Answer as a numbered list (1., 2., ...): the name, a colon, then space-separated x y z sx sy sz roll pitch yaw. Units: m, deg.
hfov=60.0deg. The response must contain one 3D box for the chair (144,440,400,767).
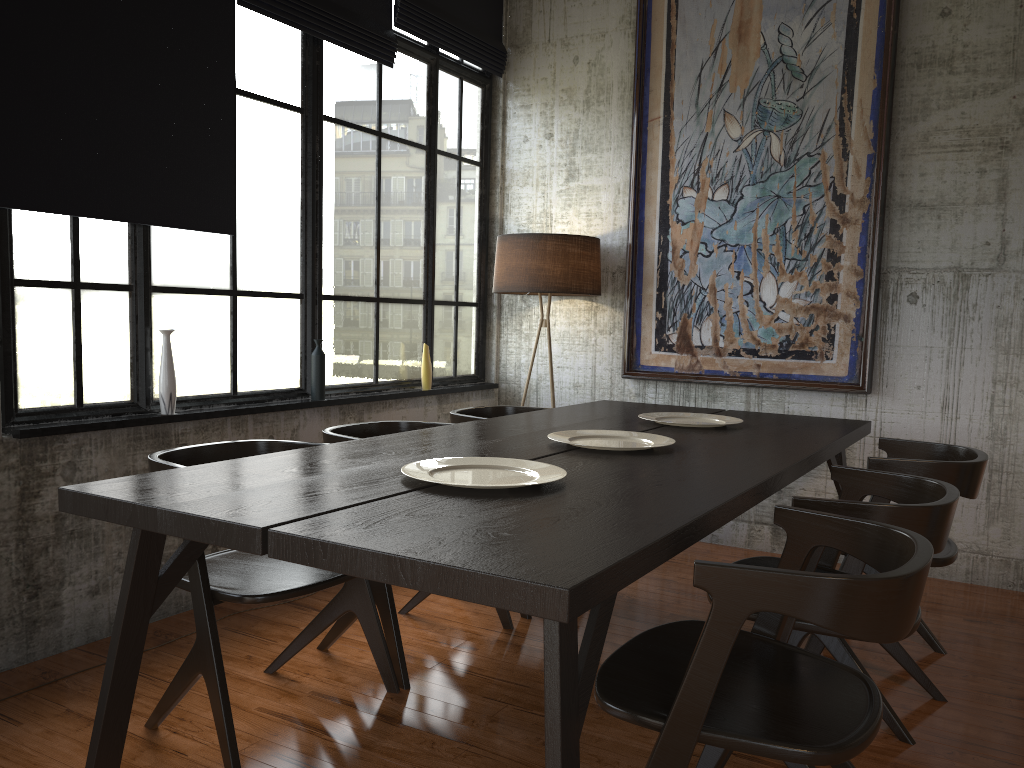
1. chair: -0.909 0.754 3.289 0.768 0.996 0.876 5 6 29

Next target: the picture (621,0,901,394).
1. picture: 1.540 -1.540 5.693 1.653 3.131 0.141 5 7 30

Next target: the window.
1. window: -1.120 -1.583 5.078 0.050 3.447 3.805 5 6 30

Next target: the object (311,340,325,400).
1. object: -1.122 -0.080 5.135 0.080 0.353 0.080 -2 7 -29

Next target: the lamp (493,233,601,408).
1. lamp: 0.223 0.020 6.215 0.751 2.063 0.751 7 8 42

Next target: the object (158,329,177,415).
1. object: -1.649 -0.058 4.242 0.082 0.412 0.082 1 6 -9

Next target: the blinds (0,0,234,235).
1. blinds: -1.689 -1.993 3.883 0.034 2.542 1.213 5 7 30

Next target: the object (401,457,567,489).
1. object: -0.089 0.287 2.826 0.526 0.025 0.526 5 6 40

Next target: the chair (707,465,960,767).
1. chair: 1.086 0.827 3.082 0.768 0.996 0.876 5 6 29

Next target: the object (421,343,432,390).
1. object: -0.581 -0.120 6.054 0.073 0.319 0.074 1 6 -7

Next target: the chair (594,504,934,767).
1. chair: 0.631 0.873 2.307 0.768 0.996 0.876 5 6 31

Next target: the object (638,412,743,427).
1. object: 0.910 0.186 4.526 0.526 0.025 0.526 5 6 40

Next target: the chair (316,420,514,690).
1. chair: -0.454 0.708 4.063 0.768 0.996 0.876 5 6 31

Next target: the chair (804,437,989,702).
1. chair: 1.657 0.776 3.971 0.768 0.996 0.876 4 6 26

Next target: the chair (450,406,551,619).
1. chair: 0.052 0.656 4.942 0.768 0.996 0.876 5 6 30

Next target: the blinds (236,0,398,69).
1. blinds: -1.025 -2.622 4.883 0.051 1.402 1.252 5 6 30

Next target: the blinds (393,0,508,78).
1. blinds: -0.370 -2.815 5.980 0.052 1.145 1.294 5 6 30

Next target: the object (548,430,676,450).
1. object: 0.410 0.236 3.676 0.526 0.025 0.526 5 6 40

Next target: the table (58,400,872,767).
1. table: 0.335 0.748 3.738 1.636 1.009 3.695 4 5 30
